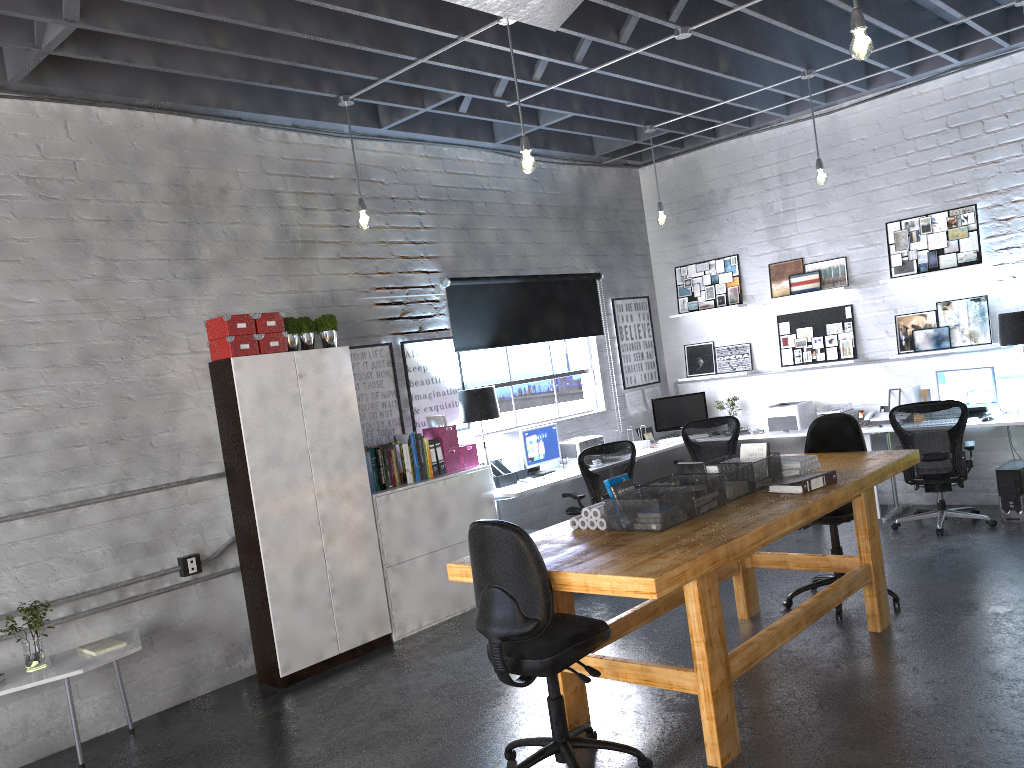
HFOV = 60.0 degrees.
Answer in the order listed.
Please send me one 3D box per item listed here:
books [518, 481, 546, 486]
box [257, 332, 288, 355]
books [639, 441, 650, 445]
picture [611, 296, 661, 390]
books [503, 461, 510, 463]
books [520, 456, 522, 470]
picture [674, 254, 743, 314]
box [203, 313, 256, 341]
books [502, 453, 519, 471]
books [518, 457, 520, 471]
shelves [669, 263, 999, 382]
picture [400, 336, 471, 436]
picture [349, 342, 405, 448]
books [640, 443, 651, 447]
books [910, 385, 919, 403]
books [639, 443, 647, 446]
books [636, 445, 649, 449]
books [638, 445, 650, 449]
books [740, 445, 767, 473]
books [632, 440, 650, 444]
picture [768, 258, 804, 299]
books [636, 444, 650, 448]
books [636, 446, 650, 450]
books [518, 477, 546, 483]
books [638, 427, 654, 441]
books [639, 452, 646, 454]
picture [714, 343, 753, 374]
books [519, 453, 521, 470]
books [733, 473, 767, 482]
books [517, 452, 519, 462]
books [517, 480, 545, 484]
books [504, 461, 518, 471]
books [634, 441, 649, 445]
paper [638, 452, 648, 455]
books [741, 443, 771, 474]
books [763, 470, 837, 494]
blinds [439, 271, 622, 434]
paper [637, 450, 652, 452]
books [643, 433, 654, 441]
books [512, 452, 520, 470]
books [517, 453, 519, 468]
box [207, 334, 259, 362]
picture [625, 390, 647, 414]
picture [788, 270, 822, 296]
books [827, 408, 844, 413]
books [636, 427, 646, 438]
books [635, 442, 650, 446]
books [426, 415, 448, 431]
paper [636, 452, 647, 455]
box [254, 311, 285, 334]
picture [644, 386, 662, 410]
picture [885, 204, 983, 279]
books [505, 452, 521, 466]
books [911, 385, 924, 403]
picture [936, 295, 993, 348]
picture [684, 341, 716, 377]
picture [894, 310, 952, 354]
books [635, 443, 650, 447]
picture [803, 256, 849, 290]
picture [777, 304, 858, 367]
[{"bbox_3d":[0.160,0.806,7.237,0.158,0.012,0.213,-9,1,-22],"label":"books"},{"bbox_3d":[-1.590,-0.247,5.670,0.270,0.131,0.206,-7,2,43],"label":"box"},{"bbox_3d":[1.175,0.588,8.705,0.297,0.006,0.210,-7,2,45],"label":"books"},{"bbox_3d":[1.297,-0.439,9.233,0.020,0.935,0.657,-6,3,43],"label":"picture"},{"bbox_3d":[-0.035,0.742,7.483,0.134,0.176,0.009,-7,3,38],"label":"books"},{"bbox_3d":[0.014,0.701,7.508,0.173,0.243,0.026,-6,3,43],"label":"books"},{"bbox_3d":[2.011,-1.015,9.114,0.750,0.504,0.058,-7,3,43],"label":"picture"},{"bbox_3d":[-1.748,-0.352,5.514,0.270,0.131,0.206,-7,2,43],"label":"box"},{"bbox_3d":[-0.010,0.705,7.482,0.173,0.243,0.026,-6,3,43],"label":"books"},{"bbox_3d":[-0.003,0.702,7.493,0.175,0.245,0.026,-6,3,43],"label":"books"},{"bbox_3d":[2.858,-0.515,8.323,3.027,0.694,0.198,-7,2,43],"label":"shelves"},{"bbox_3d":[-0.609,0.021,7.150,0.020,0.781,0.605,-6,3,43],"label":"picture"},{"bbox_3d":[-1.081,0.100,6.638,0.020,0.781,0.605,-6,3,43],"label":"picture"},{"bbox_3d":[1.180,0.608,8.711,0.297,0.006,0.210,-7,2,43],"label":"books"},{"bbox_3d":[3.522,0.169,7.684,0.036,0.296,0.210,-6,3,43],"label":"books"},{"bbox_3d":[1.173,0.599,8.709,0.297,0.006,0.210,-7,2,42],"label":"books"},{"bbox_3d":[1.178,0.619,8.710,0.297,0.006,0.210,-7,2,42],"label":"books"},{"bbox_3d":[1.179,0.624,8.710,0.297,0.006,0.210,-7,2,42],"label":"books"},{"bbox_3d":[1.337,0.447,4.919,0.158,0.200,0.082,-6,3,43],"label":"books"},{"bbox_3d":[1.176,0.578,8.709,0.297,0.006,0.210,-7,2,44],"label":"books"},{"bbox_3d":[2.648,-1.014,8.539,0.355,0.343,0.042,-7,3,43],"label":"picture"},{"bbox_3d":[1.178,0.614,8.707,0.297,0.006,0.210,-7,2,41],"label":"books"},{"bbox_3d":[1.185,0.629,8.705,0.297,0.006,0.210,-7,2,44],"label":"books"},{"bbox_3d":[0.162,0.782,7.240,0.170,0.010,0.212,-9,1,-21],"label":"books"},{"bbox_3d":[1.358,0.506,8.964,0.183,0.121,0.017,-9,2,-32],"label":"books"},{"bbox_3d":[1.195,0.640,8.239,0.112,0.002,0.065,-8,1,20],"label":"books"},{"bbox_3d":[2.253,-0.258,9.028,0.410,0.277,0.036,-7,3,43],"label":"picture"},{"bbox_3d":[0.008,0.702,7.501,0.173,0.243,0.026,-6,3,43],"label":"books"},{"bbox_3d":[1.240,0.514,4.814,0.233,0.022,0.184,-7,2,41],"label":"books"},{"bbox_3d":[-0.006,0.702,7.490,0.175,0.245,0.026,-6,3,43],"label":"books"},{"bbox_3d":[0.157,0.794,7.240,0.158,0.012,0.209,-9,1,-24],"label":"books"},{"bbox_3d":[-0.001,0.737,7.447,0.134,0.176,0.020,-6,3,43],"label":"books"},{"bbox_3d":[1.173,0.583,8.706,0.297,0.006,0.210,-7,2,43],"label":"books"},{"bbox_3d":[1.169,0.646,8.213,0.159,0.001,0.115,-7,1,31],"label":"paper"},{"bbox_3d":[1.359,0.436,4.940,0.171,0.210,0.046,-6,3,43],"label":"books"},{"bbox_3d":[1.480,0.502,4.565,0.298,0.067,0.244,-9,2,-37],"label":"books"},{"bbox_3d":[0.266,-0.191,8.048,0.100,1.633,2.116,-6,3,43],"label":"blinds"},{"bbox_3d":[1.233,0.634,8.330,0.159,0.001,0.115,-8,1,26],"label":"paper"},{"bbox_3d":[1.381,0.534,8.951,0.101,0.076,0.037,-9,2,-32],"label":"books"},{"bbox_3d":[0.003,0.701,7.494,0.177,0.246,0.026,-6,3,43],"label":"books"},{"bbox_3d":[-0.006,0.704,7.484,0.173,0.243,0.026,-6,3,43],"label":"books"},{"bbox_3d":[-1.730,-0.223,5.518,0.270,0.131,0.206,-7,2,43],"label":"box"},{"bbox_3d":[1.277,0.187,9.129,0.036,0.221,0.289,-6,2,43],"label":"picture"},{"bbox_3d":[2.776,-0.955,8.406,0.311,0.196,0.029,-7,2,43],"label":"picture"},{"bbox_3d":[3.000,0.244,8.220,0.134,0.008,0.203,-8,1,26],"label":"books"},{"bbox_3d":[1.330,0.499,9.031,0.133,0.109,0.052,-9,2,-32],"label":"books"},{"bbox_3d":[1.175,0.594,8.707,0.297,0.006,0.210,-7,2,43],"label":"books"},{"bbox_3d":[-0.560,0.372,6.795,0.192,0.267,0.060,-6,3,43],"label":"books"},{"bbox_3d":[1.169,0.646,8.221,0.159,0.001,0.115,-7,1,31],"label":"paper"},{"bbox_3d":[-1.609,-0.376,5.666,0.268,0.133,0.206,-7,2,43],"label":"box"},{"bbox_3d":[1.511,0.148,9.382,0.036,0.221,0.289,-6,2,43],"label":"picture"},{"bbox_3d":[3.607,-1.213,7.612,0.750,0.504,0.058,-7,3,43],"label":"picture"},{"bbox_3d":[0.011,0.699,7.504,0.179,0.248,0.026,-6,3,43],"label":"books"},{"bbox_3d":[3.530,0.167,7.681,0.043,0.296,0.210,-6,3,43],"label":"books"},{"bbox_3d":[3.835,-0.520,7.528,0.410,0.409,0.047,-7,3,43],"label":"picture"},{"bbox_3d":[1.970,-0.257,9.291,0.355,0.343,0.042,-7,3,43],"label":"picture"},{"bbox_3d":[3.589,-0.458,7.753,0.452,0.345,0.054,-7,3,43],"label":"picture"},{"bbox_3d":[1.179,0.603,8.710,0.297,0.006,0.210,-7,2,43],"label":"books"},{"bbox_3d":[2.930,-1.015,8.276,0.410,0.277,0.036,-7,3,43],"label":"picture"},{"bbox_3d":[2.881,-0.450,8.410,0.750,0.504,0.058,-7,3,43],"label":"picture"}]
